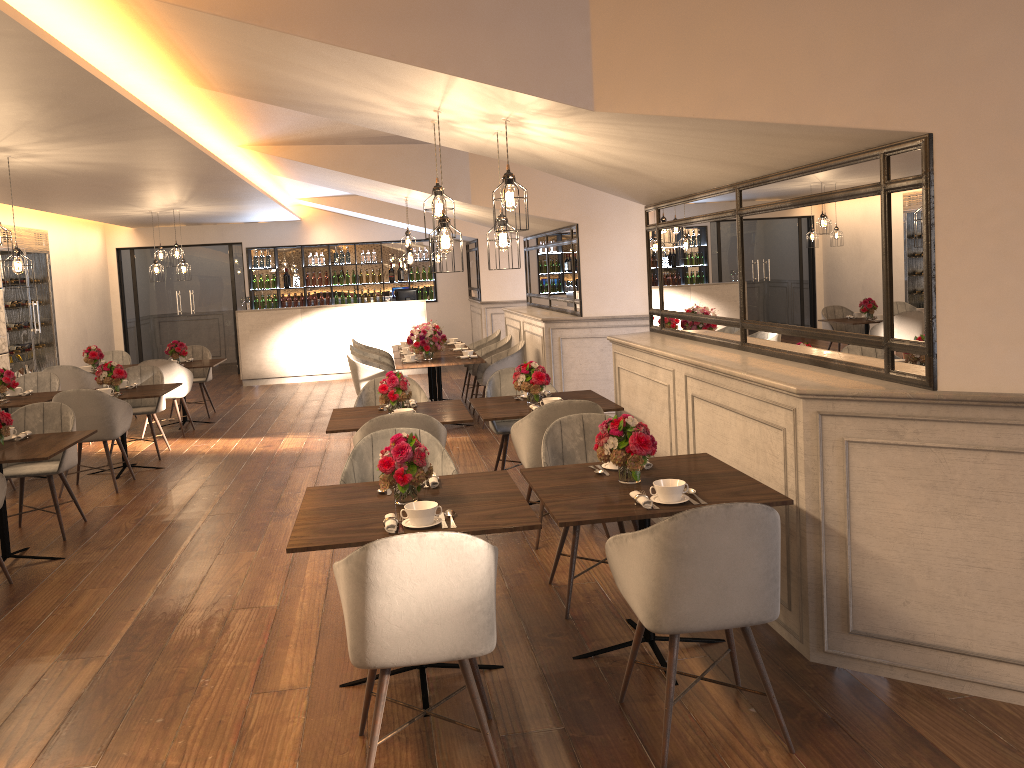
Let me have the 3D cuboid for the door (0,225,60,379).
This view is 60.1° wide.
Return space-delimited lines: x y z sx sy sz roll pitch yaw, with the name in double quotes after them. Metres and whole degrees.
-6.350 -0.834 11.717 0.134 2.458 1.866 -4 5 -8 "door"

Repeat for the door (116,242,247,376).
-5.725 -1.268 15.581 2.107 2.324 0.275 -4 4 -8 "door"

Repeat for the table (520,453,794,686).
0.565 0.770 3.717 0.896 0.718 0.901 -4 6 -8 "table"

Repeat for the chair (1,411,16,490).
-4.389 0.508 7.121 0.565 0.869 0.528 -4 5 -8 "chair"

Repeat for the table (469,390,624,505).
0.219 0.486 6.011 0.896 0.718 0.901 -4 6 -8 "table"

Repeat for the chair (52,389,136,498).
-3.442 0.440 7.260 0.565 0.869 0.528 -4 5 -8 "chair"

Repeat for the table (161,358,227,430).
-3.850 0.128 10.366 0.896 0.718 0.901 -4 6 -8 "table"

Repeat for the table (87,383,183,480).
-3.482 0.431 7.921 0.896 0.718 0.901 -4 6 -8 "table"

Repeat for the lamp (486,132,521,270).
-0.095 -1.655 4.786 0.175 2.062 0.176 -4 4 -7 "lamp"

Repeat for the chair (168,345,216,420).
-3.992 -0.026 11.017 0.565 0.869 0.528 -4 5 -8 "chair"

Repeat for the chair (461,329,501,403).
-0.384 -0.241 11.203 0.526 0.869 0.567 -4 5 -8 "chair"

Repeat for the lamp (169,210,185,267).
-4.517 -2.600 11.753 0.175 2.062 0.176 -4 4 -7 "lamp"

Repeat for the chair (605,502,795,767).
0.651 0.775 3.063 0.565 0.869 0.528 -4 5 -8 "chair"

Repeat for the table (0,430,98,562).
-3.100 0.745 5.377 0.896 0.718 0.901 -4 6 -8 "table"

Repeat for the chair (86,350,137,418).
-4.939 0.043 10.879 0.565 0.869 0.528 -4 5 -8 "chair"

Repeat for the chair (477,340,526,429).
-0.105 -0.012 9.350 0.526 0.869 0.567 -4 5 -8 "chair"

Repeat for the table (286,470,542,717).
-0.383 0.838 3.579 0.896 0.718 0.901 -4 6 -8 "table"

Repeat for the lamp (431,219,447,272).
-0.875 -2.296 9.969 0.175 2.062 0.176 -4 4 -7 "lamp"

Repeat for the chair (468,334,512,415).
-0.245 -0.127 10.277 0.526 0.869 0.567 -4 5 -8 "chair"

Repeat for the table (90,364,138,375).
-4.797 0.197 10.227 0.896 0.718 0.901 -4 6 -8 "table"

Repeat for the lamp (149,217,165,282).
-4.858 -2.410 11.920 0.175 2.062 0.176 -4 4 -7 "lamp"

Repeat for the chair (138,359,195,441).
-3.809 0.137 9.705 0.565 0.869 0.528 -4 5 -8 "chair"

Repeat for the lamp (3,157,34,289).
-3.715 -1.740 6.513 0.175 2.062 0.176 -4 4 -7 "lamp"

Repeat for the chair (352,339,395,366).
-1.693 -0.144 10.994 0.526 0.869 0.567 -4 5 -8 "chair"

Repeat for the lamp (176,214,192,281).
-4.555 -2.448 12.092 0.175 2.062 0.176 -4 4 -7 "lamp"

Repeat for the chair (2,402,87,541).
-3.241 0.591 6.028 0.565 0.869 0.528 -4 5 -8 "chair"

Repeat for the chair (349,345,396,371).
-1.554 -0.030 10.067 0.526 0.869 0.567 -4 5 -8 "chair"

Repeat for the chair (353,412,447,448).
-0.641 0.560 5.217 0.565 0.869 0.528 -4 5 -8 "chair"

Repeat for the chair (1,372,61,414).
-4.571 0.345 8.434 0.565 0.869 0.528 -4 5 -8 "chair"

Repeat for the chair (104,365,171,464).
-3.624 0.277 8.573 0.565 0.869 0.528 -4 5 -8 "chair"

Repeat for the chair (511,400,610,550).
0.306 0.492 5.356 0.565 0.869 0.528 -4 5 -8 "chair"

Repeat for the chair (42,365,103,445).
-4.757 0.206 9.566 0.565 0.869 0.528 -4 5 -8 "chair"

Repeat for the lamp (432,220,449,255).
-0.837 -2.448 9.631 0.175 2.062 0.176 -4 4 -7 "lamp"

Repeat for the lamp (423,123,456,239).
-0.457 -1.848 4.925 0.175 2.062 0.176 -4 4 -7 "lamp"

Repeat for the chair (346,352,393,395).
-1.414 0.085 9.140 0.526 0.869 0.567 -4 5 -8 "chair"

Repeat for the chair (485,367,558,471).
0.078 0.332 6.662 0.565 0.869 0.528 -4 5 -8 "chair"

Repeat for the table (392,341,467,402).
-1.032 -0.122 11.134 0.896 0.718 0.901 -4 6 -8 "table"

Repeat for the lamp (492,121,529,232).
-0.057 -1.807 4.448 0.175 2.062 0.176 -4 4 -7 "lamp"

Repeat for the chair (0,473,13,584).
-3.059 0.754 4.715 0.565 0.869 0.528 -4 5 -8 "chair"

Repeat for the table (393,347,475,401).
-0.892 -0.007 10.207 0.896 0.718 0.901 -4 6 -8 "table"

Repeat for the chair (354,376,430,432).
-0.870 0.400 6.523 0.565 0.869 0.528 -4 5 -8 "chair"

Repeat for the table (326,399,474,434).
-0.728 0.554 5.873 0.896 0.718 0.901 -4 6 -8 "table"

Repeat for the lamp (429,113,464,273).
-0.398 -1.616 4.615 0.175 2.062 0.176 -4 4 -7 "lamp"

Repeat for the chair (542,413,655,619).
0.423 0.615 4.369 0.565 0.869 0.528 -4 5 -8 "chair"

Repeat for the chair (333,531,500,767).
-0.296 0.844 2.924 0.565 0.869 0.528 -4 5 -8 "chair"

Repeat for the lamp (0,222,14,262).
-3.676 -1.892 6.175 0.175 2.062 0.176 -4 4 -7 "lamp"

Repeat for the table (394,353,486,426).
-0.753 0.107 9.281 0.896 0.718 0.901 -4 6 -8 "table"

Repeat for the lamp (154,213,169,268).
-4.917 -2.642 12.230 0.175 2.062 0.176 -4 4 -7 "lamp"

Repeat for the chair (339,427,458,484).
-0.524 0.684 4.230 0.565 0.869 0.528 -4 5 -8 "chair"

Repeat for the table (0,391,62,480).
-4.429 0.499 7.782 0.896 0.718 0.901 -4 6 -8 "table"
